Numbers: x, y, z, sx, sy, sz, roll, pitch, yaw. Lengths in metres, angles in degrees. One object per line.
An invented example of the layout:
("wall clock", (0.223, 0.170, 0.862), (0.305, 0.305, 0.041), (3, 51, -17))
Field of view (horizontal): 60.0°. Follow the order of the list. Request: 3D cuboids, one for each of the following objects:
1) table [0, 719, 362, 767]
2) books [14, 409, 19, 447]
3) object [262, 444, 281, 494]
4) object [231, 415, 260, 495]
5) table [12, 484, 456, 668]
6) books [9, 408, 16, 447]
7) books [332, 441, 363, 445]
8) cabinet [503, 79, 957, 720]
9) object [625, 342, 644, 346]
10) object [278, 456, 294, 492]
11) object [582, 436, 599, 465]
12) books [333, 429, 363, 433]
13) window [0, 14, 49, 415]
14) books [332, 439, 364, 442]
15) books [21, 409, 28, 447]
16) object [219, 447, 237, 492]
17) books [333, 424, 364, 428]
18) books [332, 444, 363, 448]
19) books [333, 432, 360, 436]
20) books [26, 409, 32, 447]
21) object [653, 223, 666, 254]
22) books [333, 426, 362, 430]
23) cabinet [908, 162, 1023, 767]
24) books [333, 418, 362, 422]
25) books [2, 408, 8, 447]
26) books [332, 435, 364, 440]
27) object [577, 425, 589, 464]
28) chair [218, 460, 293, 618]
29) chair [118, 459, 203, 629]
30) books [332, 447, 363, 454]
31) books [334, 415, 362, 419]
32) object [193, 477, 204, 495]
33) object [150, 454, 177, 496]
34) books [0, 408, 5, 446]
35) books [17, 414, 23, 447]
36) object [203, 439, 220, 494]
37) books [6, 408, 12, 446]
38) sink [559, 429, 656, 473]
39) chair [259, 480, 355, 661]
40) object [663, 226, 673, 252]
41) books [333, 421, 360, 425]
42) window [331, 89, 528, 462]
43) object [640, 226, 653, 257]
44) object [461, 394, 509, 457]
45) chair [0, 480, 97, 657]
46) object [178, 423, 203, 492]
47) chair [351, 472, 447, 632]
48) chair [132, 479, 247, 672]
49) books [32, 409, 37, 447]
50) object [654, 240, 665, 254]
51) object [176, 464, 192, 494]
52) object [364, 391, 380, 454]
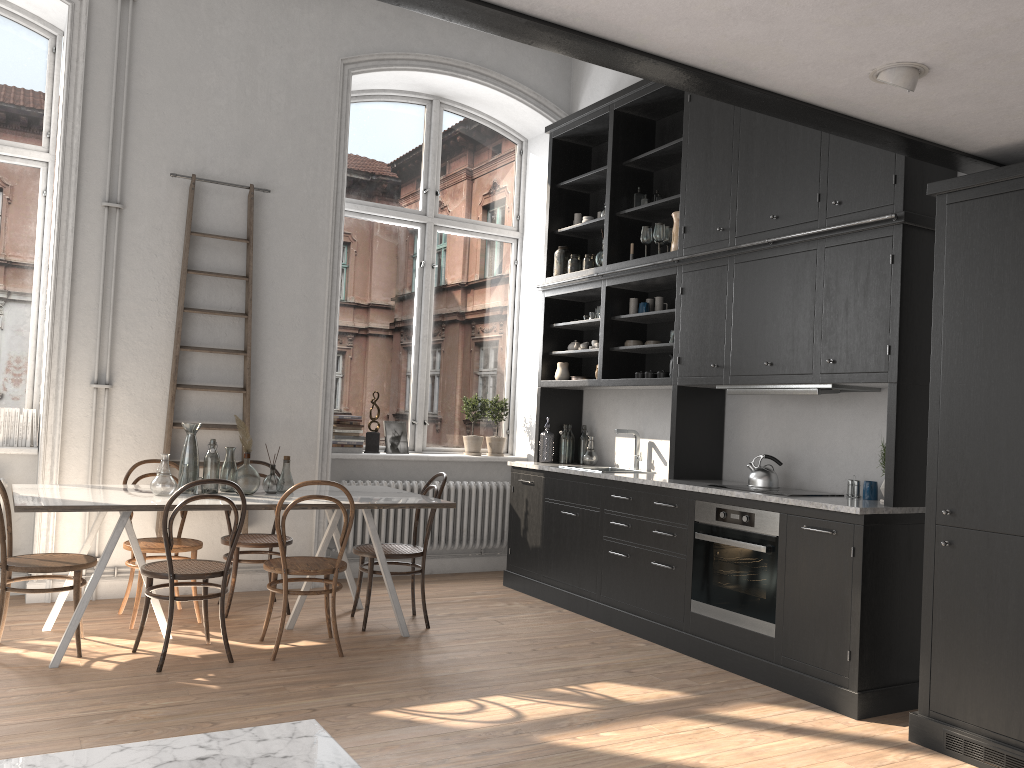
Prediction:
("table", (-0.726, 1.119, 1.941), (0.849, 0.392, 0.849), (4, -2, -30))
("books", (-3.205, 0.280, 5.735), (0.019, 0.243, 0.174), (4, -2, -30))
("object", (-1.380, 0.488, 5.115), (0.107, 0.283, 0.107), (4, -2, -35))
("object", (-1.482, 0.395, 4.966), (0.157, 0.446, 0.157), (3, -2, -12))
("table", (-1.561, 1.005, 4.970), (2.201, 0.779, 1.100), (4, -2, -30))
("books", (-3.235, 0.279, 5.744), (0.024, 0.243, 0.175), (4, -2, -30))
("books", (-1.293, 0.449, 6.812), (0.249, 0.023, 0.175), (4, -3, -29))
("cabinet", (1.082, -0.246, 5.572), (0.635, 3.582, 3.251), (4, -2, -30))
("object", (-1.909, 0.468, 5.265), (5.828, 1.842, 0.792), (4, -2, -25))
("object", (-1.332, 0.530, 5.230), (0.101, 0.211, 0.101), (2, -2, 9))
("object", (0.598, 0.506, 6.740), (0.132, 0.219, 0.120), (4, -2, -30))
("books", (-1.282, 0.362, 6.839), (0.222, 0.024, 0.158), (4, -3, -30))
("window", (-3.881, -1.109, 5.539), (1.623, 2.842, 0.013), (4, -2, -30))
("books", (-1.291, 0.431, 6.831), (0.255, 0.014, 0.192), (4, -3, -27))
("books", (-3.177, 0.283, 5.777), (0.024, 0.243, 0.175), (4, -2, -30))
("object", (-1.617, 0.489, 5.073), (0.100, 0.255, 0.098), (1, -2, 37))
("books", (-1.285, 0.319, 6.832), (0.244, 0.019, 0.174), (4, -3, -30))
("books", (-1.294, 0.472, 6.812), (0.250, 0.023, 0.175), (4, -3, -34))
("books", (-1.284, 0.385, 6.832), (0.205, 0.022, 0.155), (3, -2, -16))
("books", (-3.145, 0.284, 5.772), (0.024, 0.243, 0.175), (4, -2, -30))
("object", (0.968, -0.942, 5.827), (0.083, 0.221, 0.083), (2, -2, 17))
("books", (-1.282, 0.340, 6.833), (0.205, 0.022, 0.155), (4, -3, -35))
("cabinet", (2.343, 0.334, 3.321), (0.634, 2.371, 1.401), (4, -2, -30))
("books", (-1.279, 0.276, 6.835), (0.205, 0.020, 0.155), (4, -3, -30))
("books", (-3.259, 0.276, 5.704), (0.019, 0.243, 0.174), (4, -2, -30))
("books", (-1.291, 0.409, 6.832), (0.245, 0.028, 0.193), (4, -3, -35))
("object", (0.554, 0.469, 6.861), (0.086, 0.301, 0.086), (2, -2, 16))
("chair", (-1.620, 0.959, 5.613), (0.438, 0.920, 0.549), (4, -2, -23))
("chair", (-2.076, 0.923, 5.259), (0.438, 0.920, 0.549), (4, -2, -32))
("books", (-1.298, 0.504, 6.811), (0.248, 0.043, 0.192), (4, -3, -30))
("books", (-1.287, 0.255, 6.841), (0.201, 0.024, 0.159), (5, -3, -40))
("object", (-1.703, 0.556, 4.829), (0.058, 0.094, 0.058), (3, -2, -2))
("object", (-1.847, 0.481, 4.708), (0.132, 0.219, 0.132), (4, -2, -41))
("books", (-3.274, 0.275, 5.685), (0.024, 0.243, 0.175), (4, -2, -30))
("books", (-3.187, 0.300, 5.747), (0.020, 0.205, 0.155), (4, -2, -30))
("object", (-1.678, 0.458, 4.954), (0.086, 0.301, 0.086), (4, -2, -44))
("books", (-3.251, 0.277, 5.729), (0.019, 0.243, 0.174), (4, -2, -30))
("sink", (0.686, 0.567, 6.224), (0.514, 0.504, 0.526), (4, -2, -30))
("chair", (-1.087, 0.949, 4.703), (0.438, 0.920, 0.549), (3, -2, -19))
("object", (1.039, -0.936, 5.905), (0.083, 0.221, 0.083), (4, -2, -31))
("books", (-1.292, 0.297, 6.828), (0.231, 0.023, 0.162), (3, -2, -14))
("window", (3.433, -4.811, 13.232), (14.388, 15.931, 26.399), (4, -2, -30))
("object", (0.900, -0.941, 5.940), (0.083, 0.221, 0.083), (3, -2, 2))
("object", (-0.233, 0.340, 7.449), (0.500, 0.524, 0.234), (4, -2, -41))
("chair", (-2.390, 0.877, 4.465), (0.549, 0.920, 0.438), (4, -2, -22))
("object", (-1.817, 0.412, 5.003), (0.116, 0.383, 0.116), (3, -2, -19))
("chair", (-0.694, 0.996, 5.419), (0.549, 0.920, 0.438), (3, -2, -17))
("chair", (-1.611, 0.913, 4.442), (0.438, 0.920, 0.549), (4, -2, -34))
("books", (-3.117, 0.286, 5.786), (0.040, 0.244, 0.174), (4, -2, -30))
("object", (0.998, -0.935, 5.977), (0.083, 0.221, 0.083), (4, -2, -38))
("object", (-1.802, 0.521, 4.882), (0.083, 0.158, 0.083), (4, -2, -34))
("object", (-1.084, 0.298, 6.953), (0.122, 0.488, 0.102), (3, -2, -6))
